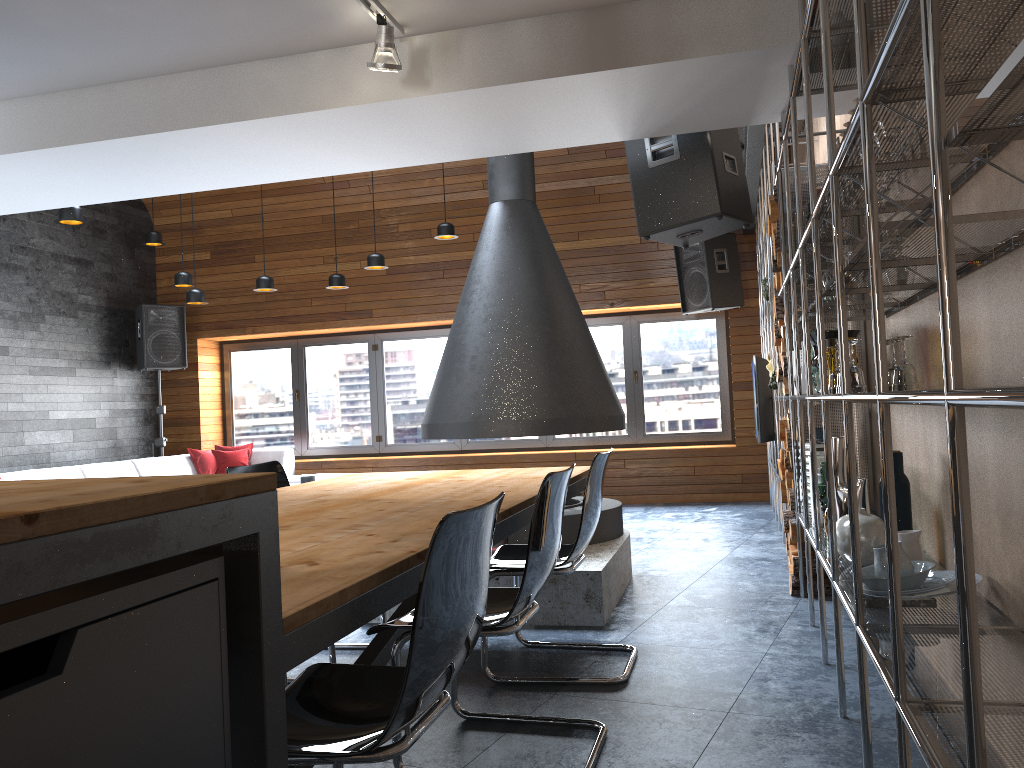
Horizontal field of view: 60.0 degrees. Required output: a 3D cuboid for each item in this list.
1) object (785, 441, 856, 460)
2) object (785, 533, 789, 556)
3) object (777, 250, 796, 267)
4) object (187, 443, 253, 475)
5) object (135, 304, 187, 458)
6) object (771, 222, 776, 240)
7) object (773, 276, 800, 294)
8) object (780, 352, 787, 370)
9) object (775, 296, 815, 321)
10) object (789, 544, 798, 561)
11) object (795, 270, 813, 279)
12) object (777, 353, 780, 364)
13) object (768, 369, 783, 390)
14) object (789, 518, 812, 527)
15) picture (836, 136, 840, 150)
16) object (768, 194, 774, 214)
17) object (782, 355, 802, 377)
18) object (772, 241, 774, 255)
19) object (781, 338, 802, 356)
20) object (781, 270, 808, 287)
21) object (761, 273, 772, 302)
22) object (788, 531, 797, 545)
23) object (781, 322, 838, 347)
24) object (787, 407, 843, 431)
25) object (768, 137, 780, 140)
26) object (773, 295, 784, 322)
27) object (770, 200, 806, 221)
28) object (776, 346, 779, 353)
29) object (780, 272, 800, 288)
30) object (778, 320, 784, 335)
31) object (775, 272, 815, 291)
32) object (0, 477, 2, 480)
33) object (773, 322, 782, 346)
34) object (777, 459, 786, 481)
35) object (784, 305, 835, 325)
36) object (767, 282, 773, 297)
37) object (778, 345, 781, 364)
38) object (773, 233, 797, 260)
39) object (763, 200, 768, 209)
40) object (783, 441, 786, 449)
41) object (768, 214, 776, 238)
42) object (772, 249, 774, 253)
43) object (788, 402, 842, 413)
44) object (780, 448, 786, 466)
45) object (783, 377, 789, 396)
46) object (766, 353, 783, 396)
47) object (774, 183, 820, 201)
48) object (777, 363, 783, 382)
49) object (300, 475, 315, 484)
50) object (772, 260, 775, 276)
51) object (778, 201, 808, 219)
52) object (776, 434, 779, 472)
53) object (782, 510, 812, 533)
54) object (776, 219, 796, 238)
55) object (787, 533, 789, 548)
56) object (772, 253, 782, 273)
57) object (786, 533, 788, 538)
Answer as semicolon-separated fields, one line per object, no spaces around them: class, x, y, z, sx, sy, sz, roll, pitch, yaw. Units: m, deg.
object;1.569;0.334;4.519;0.329;0.107;0.128;-3;-2;14
object;1.633;0.861;4.804;0.286;0.143;0.143;-3;-2;14
object;1.489;-0.634;4.452;0.303;0.088;0.095;-3;-2;16
object;-2.988;0.814;9.296;0.528;0.354;0.742;-3;-2;14
object;-3.855;0.303;9.550;0.639;2.299;0.686;-1;-2;-38
object;1.506;-0.804;4.548;0.329;0.107;0.128;-3;-2;14
object;1.611;-0.563;4.878;0.330;0.105;0.107;-3;-2;17
object;1.548;-0.127;4.545;0.329;0.135;0.095;-3;-2;10
object;1.515;-0.392;4.593;0.289;0.121;0.107;-3;-2;15
object;1.590;0.870;4.524;0.329;0.135;0.095;-3;-2;10
object;1.522;-0.567;4.464;0.287;0.112;0.126;-3;-2;15
object;1.592;-0.136;4.824;0.286;0.143;0.143;-3;-2;14
object;1.883;-0.033;5.851;0.192;0.221;0.403;-1;-2;-39
object;1.586;0.743;4.549;0.309;0.131;0.099;-3;-2;10
picture;1.872;-0.942;5.175;0.090;0.863;0.529;-3;-2;14
object;1.500;-0.954;4.656;0.289;0.121;0.107;-3;-2;13
object;1.522;-0.094;4.434;0.321;0.109;0.110;-3;-2;15
object;1.600;-0.752;4.877;0.331;0.110;0.107;-3;-2;16
object;1.524;-0.188;4.451;0.331;0.110;0.107;-3;-2;12
object;1.539;-0.555;4.551;0.303;0.095;0.087;-3;-2;14
object;1.957;-0.656;6.442;0.255;0.356;0.167;-4;-2;33
object;1.608;0.810;4.600;0.330;0.098;0.107;-3;-2;10
object;1.514;-0.254;4.456;0.308;0.120;0.097;-3;-2;9
object;1.542;0.173;4.456;0.308;0.107;0.121;-3;-2;10
object;2.340;-2.252;8.142;0.234;0.025;0.176;-3;-2;14
object;1.544;-0.405;4.687;0.312;0.150;0.140;-3;-2;10
object;1.520;-0.905;4.576;0.362;0.115;0.098;-3;-2;15
object;1.598;-0.229;4.787;0.329;0.107;0.128;-3;-2;14
object;1.565;-0.566;4.658;0.299;0.114;0.135;-3;-2;16
object;1.541;-0.310;4.602;0.303;0.090;0.098;-3;-2;13
object;1.610;-0.570;4.777;0.362;0.131;0.154;-3;-2;14
object;-3.741;0.767;6.309;0.528;0.354;0.742;-3;-2;14
object;1.550;-0.272;4.677;0.321;0.128;0.164;-3;-2;13
object;1.628;0.447;4.767;0.374;0.131;0.115;-3;-2;10
object;1.535;-0.340;4.490;0.299;0.119;0.151;-3;-2;17
object;1.891;-0.615;6.217;0.164;0.266;0.237;-4;-2;31
object;1.586;-0.172;4.698;0.331;0.110;0.101;-3;-2;16
object;1.482;-0.712;4.516;0.286;0.143;0.143;-3;-2;15
object;1.850;-1.190;6.169;0.208;0.280;0.131;-3;-2;-4
object;1.613;0.329;4.780;0.290;0.153;0.112;-3;-2;11
object;1.516;-0.843;4.669;0.321;0.128;0.164;-3;-2;15
object;1.577;-0.694;4.781;0.329;0.135;0.095;-3;-2;18
object;1.607;0.160;4.629;0.312;0.150;0.140;-3;-2;10
object;1.591;0.383;4.687;0.330;0.098;0.107;-3;-2;10
object;1.531;0.001;4.439;0.330;0.105;0.107;-3;-2;12
object;1.941;-0.073;6.198;0.325;0.310;0.154;-3;-2;-1
object;1.484;-0.965;4.484;0.308;0.107;0.121;-3;-2;18
object;1.576;-0.064;4.742;0.312;0.110;0.103;-3;-2;10
object;-1.743;0.823;7.568;0.126;0.081;0.126;-2;-2;-13
object;1.606;-0.658;4.890;0.321;0.109;0.110;-3;-2;13
object;1.502;-0.876;4.475;0.299;0.114;0.135;-3;-2;16
object;2.096;0.506;6.390;0.343;0.303;0.175;-3;-2;14
object;1.591;0.724;4.657;0.321;0.128;0.164;-3;-2;13
object;1.487;-0.777;4.462;0.309;0.121;0.111;-3;-2;15
object;1.628;0.824;4.678;0.331;0.110;0.101;-3;-2;16
object;1.507;-0.637;4.592;0.312;0.110;0.103;-3;-2;18
object;1.640;0.767;4.767;0.329;0.107;0.128;-3;-2;14
